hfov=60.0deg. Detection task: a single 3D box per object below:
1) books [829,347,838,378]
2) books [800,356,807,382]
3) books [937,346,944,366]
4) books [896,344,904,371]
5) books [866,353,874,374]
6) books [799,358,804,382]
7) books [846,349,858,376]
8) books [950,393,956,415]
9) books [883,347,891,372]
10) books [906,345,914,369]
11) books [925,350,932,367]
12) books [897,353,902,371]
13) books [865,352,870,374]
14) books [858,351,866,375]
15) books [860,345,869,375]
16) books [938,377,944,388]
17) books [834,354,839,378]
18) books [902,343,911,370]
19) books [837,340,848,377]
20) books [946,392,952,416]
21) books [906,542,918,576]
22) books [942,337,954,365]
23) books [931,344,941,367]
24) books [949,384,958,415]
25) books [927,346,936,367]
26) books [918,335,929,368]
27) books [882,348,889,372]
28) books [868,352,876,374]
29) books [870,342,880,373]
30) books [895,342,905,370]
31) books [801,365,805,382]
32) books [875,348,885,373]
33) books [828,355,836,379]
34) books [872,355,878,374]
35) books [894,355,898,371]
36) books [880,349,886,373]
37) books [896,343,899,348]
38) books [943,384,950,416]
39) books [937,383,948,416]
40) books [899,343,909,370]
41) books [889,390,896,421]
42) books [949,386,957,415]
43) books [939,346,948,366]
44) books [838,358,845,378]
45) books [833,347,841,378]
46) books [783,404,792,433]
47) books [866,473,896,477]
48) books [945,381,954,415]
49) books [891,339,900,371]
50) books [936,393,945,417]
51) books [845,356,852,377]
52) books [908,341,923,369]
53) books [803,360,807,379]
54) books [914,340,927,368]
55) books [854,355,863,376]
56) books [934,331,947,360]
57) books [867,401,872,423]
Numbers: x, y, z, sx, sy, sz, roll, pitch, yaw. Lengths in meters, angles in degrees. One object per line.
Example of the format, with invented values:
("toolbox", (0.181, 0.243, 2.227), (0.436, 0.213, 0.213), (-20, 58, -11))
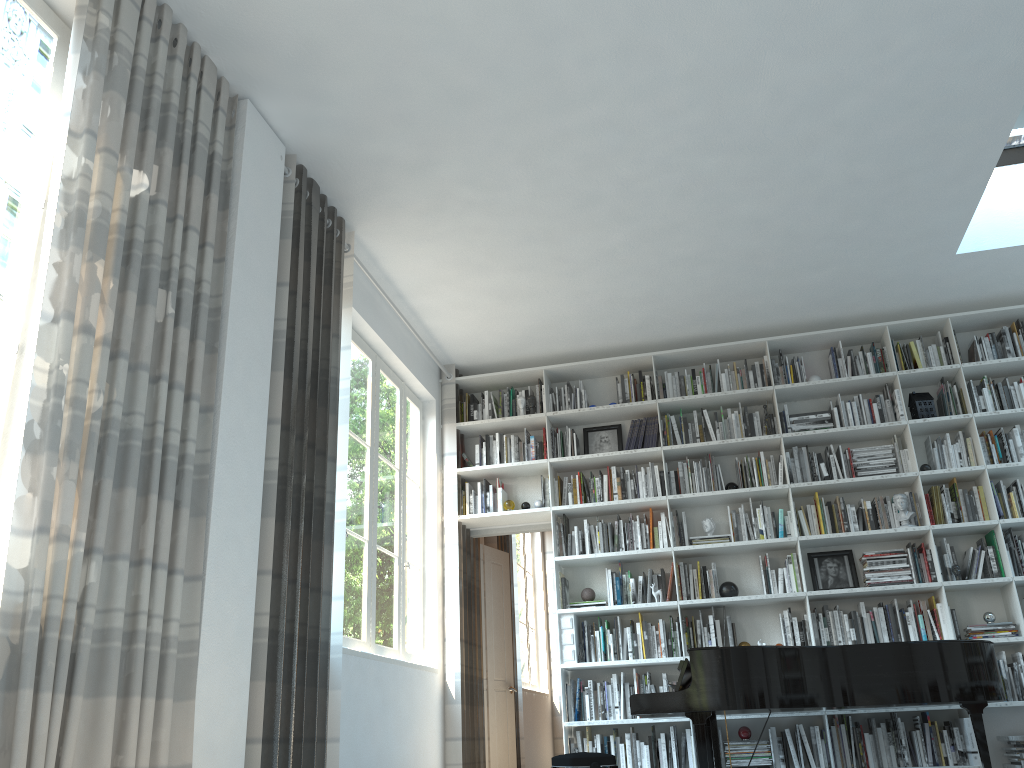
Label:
("books", (2.375, -0.106, 6.542), (0.014, 0.291, 0.176), (-7, -22, 11))
("books", (2.168, -0.060, 6.585), (0.011, 0.255, 0.144), (-7, -22, 11))
("books", (3.073, -0.147, 6.396), (0.025, 0.202, 0.163), (-7, -22, 11))
("books", (2.809, -0.141, 6.430), (0.007, 0.238, 0.192), (-7, -22, 11))
("books", (2.603, -0.099, 6.464), (0.023, 0.201, 0.194), (-7, -22, 11))
("books", (2.151, -0.049, 6.603), (0.013, 0.248, 0.148), (-7, -22, 11))
("books", (2.509, -0.104, 6.530), (0.028, 0.268, 0.140), (-7, -22, 11))
("books", (3.097, 0.186, 6.257), (0.013, 0.210, 0.140), (-7, -22, 11))
("books", (2.736, -0.128, 6.477), (0.022, 0.256, 0.137), (-7, -22, 11))
("books", (2.875, -0.144, 6.422), (0.015, 0.233, 0.171), (-7, -22, 11))
("books", (2.992, -0.132, 6.391), (0.022, 0.179, 0.173), (-7, -22, 11))
("books", (2.805, -0.109, 6.446), (0.015, 0.192, 0.160), (-7, -22, 11))
("books", (2.590, -0.097, 6.486), (0.012, 0.216, 0.180), (-7, -22, 11))
("books", (2.563, -0.101, 6.499), (0.023, 0.235, 0.154), (-7, -22, 11))
("books", (2.576, -0.124, 6.489), (0.010, 0.269, 0.180), (-7, -22, 11))
("books", (3.067, 0.131, 6.289), (0.025, 0.338, 0.143), (-7, -22, 11))
("books", (2.391, -0.090, 6.550), (0.011, 0.265, 0.129), (-7, -22, 11))
("books", (2.867, -0.149, 6.446), (0.008, 0.261, 0.142), (-7, -22, 11))
("books", (2.436, -0.133, 6.534), (0.010, 0.330, 0.187), (-7, -22, 11))
("books", (3.074, 0.187, 6.265), (0.024, 0.216, 0.169), (-7, -22, 11))
("books", (2.701, 1.229, 5.978), (0.011, 0.297, 0.130), (-7, -22, 11))
("books", (3.126, -0.185, 6.372), (0.029, 0.252, 0.187), (-7, -22, 11))
("books", (3.041, -0.155, 6.385), (0.031, 0.212, 0.170), (-7, -22, 11))
("books", (3.117, 0.154, 6.284), (0.013, 0.287, 0.132), (-7, -22, 11))
("books", (3.015, -0.145, 6.392), (0.024, 0.201, 0.181), (-7, -22, 11))
("books", (2.975, -0.184, 6.419), (0.010, 0.296, 0.168), (-7, -22, 11))
("books", (2.718, -0.120, 6.471), (0.014, 0.237, 0.153), (-7, -22, 11))
("books", (2.637, -0.100, 6.505), (0.026, 0.232, 0.137), (-7, -22, 11))
("books", (2.665, -0.143, 6.501), (0.012, 0.307, 0.138), (-7, -22, 11))
("books", (2.827, -0.152, 6.458), (0.007, 0.278, 0.151), (-7, -22, 11))
("books", (2.161, -0.025, 6.580), (0.010, 0.186, 0.153), (-7, -22, 11))
("books", (2.683, -0.119, 6.478), (0.028, 0.243, 0.161), (-7, -22, 11))
("books", (2.368, -0.076, 6.552), (0.012, 0.244, 0.151), (-7, -22, 11))
("books", (2.656, -0.091, 6.490), (0.014, 0.203, 0.135), (-7, -22, 11))
("books", (2.785, -0.108, 6.463), (0.016, 0.203, 0.144), (-7, -22, 11))
("books", (2.706, -0.118, 6.483), (0.014, 0.243, 0.145), (-7, -22, 11))
("books", (2.818, -0.146, 6.446), (0.006, 0.258, 0.166), (-7, -22, 11))
("books", (3.057, 0.157, 6.264), (0.022, 0.270, 0.182), (-7, -22, 11))
("books", (3.038, 0.154, 6.255), (0.021, 0.271, 0.191), (-7, -22, 11))
("books", (2.845, -0.149, 6.442), (0.034, 0.260, 0.158), (-7, -22, 11))
("books", (2.721, 0.199, 6.364), (0.010, 0.298, 0.134), (-7, -22, 11))
("books", (3.102, 0.161, 6.254), (0.005, 0.254, 0.159), (-7, -22, 11))
("books", (3.094, -0.148, 6.383), (0.022, 0.193, 0.182), (-7, -22, 11))
("books", (2.424, -0.065, 6.536), (0.031, 0.207, 0.147), (-7, -22, 11))
("books", (2.399, -0.107, 6.545), (0.011, 0.295, 0.158), (-7, -22, 11))
("books", (2.009, 0.298, 6.468), (0.021, 0.248, 0.192), (-7, -22, 11))
("books", (2.550, 0.666, 6.212), (0.254, 0.012, 0.161), (-8, -23, 14))
("books", (3.078, 0.145, 6.257), (0.021, 0.287, 0.180), (-7, -22, 11))
("books", (2.790, -0.159, 6.462), (0.007, 0.297, 0.181), (-7, -22, 12))
("books", (3.039, 0.194, 6.276), (0.019, 0.213, 0.156), (-7, -22, 11))
("books", (2.468, -0.079, 6.511), (0.050, 0.210, 0.173), (-7, -22, 11))
("books", (2.915, -0.158, 6.420), (0.054, 0.253, 0.191), (-7, -22, 11))
("books", (2.180, -0.045, 6.598), (0.004, 0.234, 0.138), (-7, -22, 11))
("books", (2.960, -0.164, 6.435), (0.030, 0.273, 0.152), (-7, -22, 11))
("books", (2.535, -0.084, 6.494), (0.033, 0.202, 0.167), (-7, -22, 11))
("books", (3.112, -0.206, 6.420), (0.012, 0.328, 0.129), (-7, -22, 11))
("books", (2.562, 0.245, 6.381), (0.011, 0.238, 0.140), (-7, -22, 11))
